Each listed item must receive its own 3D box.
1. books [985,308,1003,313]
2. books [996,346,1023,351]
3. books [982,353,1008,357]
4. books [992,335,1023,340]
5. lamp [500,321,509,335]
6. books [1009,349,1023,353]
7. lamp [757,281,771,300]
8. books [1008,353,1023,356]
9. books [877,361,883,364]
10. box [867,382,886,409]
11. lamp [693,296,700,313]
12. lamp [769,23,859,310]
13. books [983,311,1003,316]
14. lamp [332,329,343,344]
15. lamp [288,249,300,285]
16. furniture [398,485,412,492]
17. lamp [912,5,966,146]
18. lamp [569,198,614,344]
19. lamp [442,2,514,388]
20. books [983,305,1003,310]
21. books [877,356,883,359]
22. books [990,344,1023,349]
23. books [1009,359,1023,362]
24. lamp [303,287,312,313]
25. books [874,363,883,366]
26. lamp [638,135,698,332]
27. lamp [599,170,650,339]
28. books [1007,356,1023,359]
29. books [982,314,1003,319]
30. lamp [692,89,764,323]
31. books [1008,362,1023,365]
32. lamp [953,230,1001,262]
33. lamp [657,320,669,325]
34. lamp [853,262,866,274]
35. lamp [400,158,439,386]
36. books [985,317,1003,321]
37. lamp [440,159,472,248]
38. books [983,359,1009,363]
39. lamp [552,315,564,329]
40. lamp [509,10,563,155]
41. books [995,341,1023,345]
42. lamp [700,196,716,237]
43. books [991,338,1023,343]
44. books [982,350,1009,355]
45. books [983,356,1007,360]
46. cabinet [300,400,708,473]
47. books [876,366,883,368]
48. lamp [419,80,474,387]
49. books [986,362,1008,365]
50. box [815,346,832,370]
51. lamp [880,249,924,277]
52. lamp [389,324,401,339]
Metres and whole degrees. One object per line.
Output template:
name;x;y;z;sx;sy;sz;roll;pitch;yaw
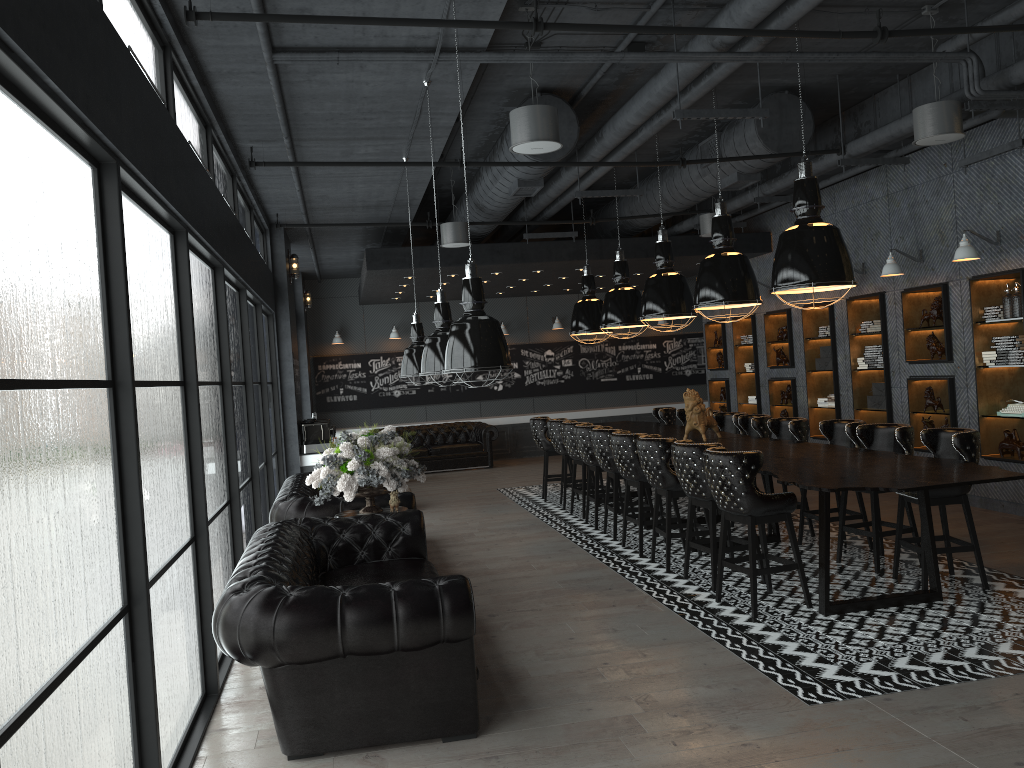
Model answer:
books;4.852;-0.734;8.779;0.193;0.028;0.245;-4;1;-11
books;4.909;-0.347;8.674;0.193;0.028;0.245;-4;1;-28
books;4.840;-0.288;8.804;0.245;0.028;0.193;-4;1;-16
books;4.880;-0.459;8.702;0.193;0.028;0.245;-5;1;-40
lamp;-0.175;-1.145;18.114;0.243;0.287;0.490;-4;1;5
books;4.942;-0.319;8.512;0.193;0.028;0.245;-4;1;-12
lamp;3.621;-1.356;12.827;0.489;0.287;0.244;-4;0;5
books;4.940;-0.291;8.533;0.193;0.028;0.245;-4;1;-5
books;4.556;-0.267;10.662;0.193;0.028;0.245;-4;1;-15
box;4.523;0.141;10.811;0.323;0.315;0.419;-4;1;-11
lamp;3.201;-1.365;15.025;0.489;0.287;0.244;-4;0;5
lamp;2.119;-1.696;6.444;0.621;2.302;0.621;-4;0;34
books;4.842;-0.705;8.787;0.193;0.028;0.245;-4;1;-9
lamp;-3.410;-0.936;17.494;0.243;0.287;0.490;-4;1;5
lamp;-2.977;-1.605;12.134;0.139;0.480;0.145;-4;0;-11
furniture;-1.654;1.496;11.680;0.679;0.383;0.679;-4;1;-11
lamp;3.285;-2.412;6.896;0.381;1.045;0.380;-4;0;0
lamp;1.023;-1.703;12.180;0.621;2.302;0.621;-4;0;34
lamp;-0.252;-1.058;4.823;0.391;2.153;0.391;-4;0;34
books;4.846;-0.762;8.800;0.193;0.028;0.245;-4;1;-8
books;4.546;-0.323;10.641;0.193;0.028;0.245;-4;1;-16
books;4.848;-0.371;8.673;0.193;0.028;0.245;-4;1;-35
books;4.928;-0.234;8.510;0.193;0.028;0.245;-4;1;2
lamp;-3.895;-1.610;16.938;0.139;0.480;0.145;-4;0;-11
books;4.497;-0.235;10.663;0.193;0.028;0.245;-4;1;0
lamp;1.571;-1.700;9.312;0.621;2.302;0.621;-4;0;34
lamp;1.297;-1.701;10.746;0.621;2.302;0.621;-4;0;34
books;4.932;-0.262;8.530;0.193;0.028;0.245;-4;1;-9
books;4.839;-0.677;8.817;0.193;0.028;0.245;-4;1;-7
lamp;1.845;-1.698;7.878;0.621;2.302;0.621;-4;0;34
books;4.930;-0.205;8.509;0.193;0.028;0.245;-4;1;-10
lamp;4.455;-1.339;8.468;0.489;0.287;0.244;-4;0;5
lamp;3.174;-1.401;18.756;0.243;0.287;0.490;-4;1;5
lamp;4.033;-1.334;10.679;0.489;0.287;0.244;-4;0;5
lamp;-0.940;-1.066;8.420;0.391;2.161;0.391;-4;0;34
books;4.856;-0.650;8.791;0.193;0.028;0.245;-4;1;-6
lamp;-0.714;-2.193;10.741;0.382;1.045;0.380;-4;0;-43
books;4.825;-0.230;8.771;0.245;0.028;0.193;-4;1;10
lamp;0.943;-1.278;18.329;0.243;0.287;0.490;-4;1;5
lamp;0.136;-2.180;6.292;0.382;1.030;0.380;-4;0;-21
books;4.890;-0.402;8.672;0.193;0.028;0.245;-5;1;-41
lamp;2.563;-2.426;11.369;0.380;1.045;0.382;-4;0;16
books;4.876;-0.430;8.701;0.193;0.028;0.245;-4;1;-31
books;4.836;-0.316;8.804;0.245;0.028;0.193;-4;1;-13
books;4.850;-0.261;8.806;0.245;0.028;0.193;-4;1;-9
cabinet;0.796;1.046;15.362;8.421;0.827;6.311;-4;1;-11
books;4.532;-0.209;10.649;0.193;0.028;0.245;-4;1;-7
lamp;-0.531;-1.063;6.282;0.391;2.161;0.391;-4;0;34
books;4.872;-0.206;8.800;0.245;0.028;0.193;-4;1;4
box;4.268;-0.353;11.904;0.298;0.315;0.419;-4;1;-11
lamp;4.238;-1.331;9.609;0.489;0.287;0.244;-4;0;5
lamp;-2.316;-1.049;17.704;0.243;0.287;0.490;-4;1;5
